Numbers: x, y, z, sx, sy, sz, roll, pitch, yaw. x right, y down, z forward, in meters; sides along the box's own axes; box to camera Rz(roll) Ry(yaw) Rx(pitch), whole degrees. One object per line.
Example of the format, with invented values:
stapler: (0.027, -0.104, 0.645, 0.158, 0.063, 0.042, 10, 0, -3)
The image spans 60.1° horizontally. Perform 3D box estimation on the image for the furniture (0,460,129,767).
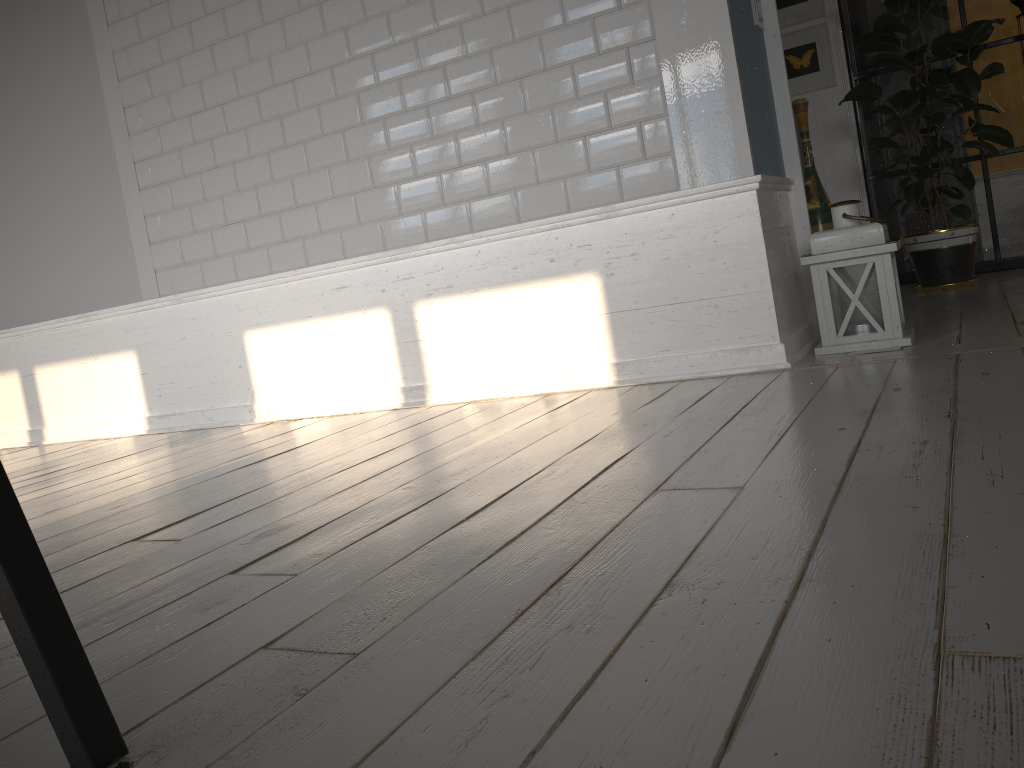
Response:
furniture: (-1.011, 0.328, 0.265, 0.464, 0.453, 1.684, -7, 7, 28)

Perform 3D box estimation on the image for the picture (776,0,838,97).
picture: (1.176, -1.860, 4.204, 0.357, 0.749, 1.962, -8, 6, 28)

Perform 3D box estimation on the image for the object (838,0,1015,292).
object: (3.492, -1.539, 3.763, 3.881, 1.788, 1.019, -7, 5, 28)

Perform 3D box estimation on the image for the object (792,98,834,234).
object: (1.689, -1.026, 4.933, 0.215, 1.119, 0.217, -9, 3, 23)

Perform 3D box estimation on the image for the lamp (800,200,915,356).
lamp: (1.126, -0.364, 2.905, 0.285, 0.476, 0.289, -8, 4, 27)
